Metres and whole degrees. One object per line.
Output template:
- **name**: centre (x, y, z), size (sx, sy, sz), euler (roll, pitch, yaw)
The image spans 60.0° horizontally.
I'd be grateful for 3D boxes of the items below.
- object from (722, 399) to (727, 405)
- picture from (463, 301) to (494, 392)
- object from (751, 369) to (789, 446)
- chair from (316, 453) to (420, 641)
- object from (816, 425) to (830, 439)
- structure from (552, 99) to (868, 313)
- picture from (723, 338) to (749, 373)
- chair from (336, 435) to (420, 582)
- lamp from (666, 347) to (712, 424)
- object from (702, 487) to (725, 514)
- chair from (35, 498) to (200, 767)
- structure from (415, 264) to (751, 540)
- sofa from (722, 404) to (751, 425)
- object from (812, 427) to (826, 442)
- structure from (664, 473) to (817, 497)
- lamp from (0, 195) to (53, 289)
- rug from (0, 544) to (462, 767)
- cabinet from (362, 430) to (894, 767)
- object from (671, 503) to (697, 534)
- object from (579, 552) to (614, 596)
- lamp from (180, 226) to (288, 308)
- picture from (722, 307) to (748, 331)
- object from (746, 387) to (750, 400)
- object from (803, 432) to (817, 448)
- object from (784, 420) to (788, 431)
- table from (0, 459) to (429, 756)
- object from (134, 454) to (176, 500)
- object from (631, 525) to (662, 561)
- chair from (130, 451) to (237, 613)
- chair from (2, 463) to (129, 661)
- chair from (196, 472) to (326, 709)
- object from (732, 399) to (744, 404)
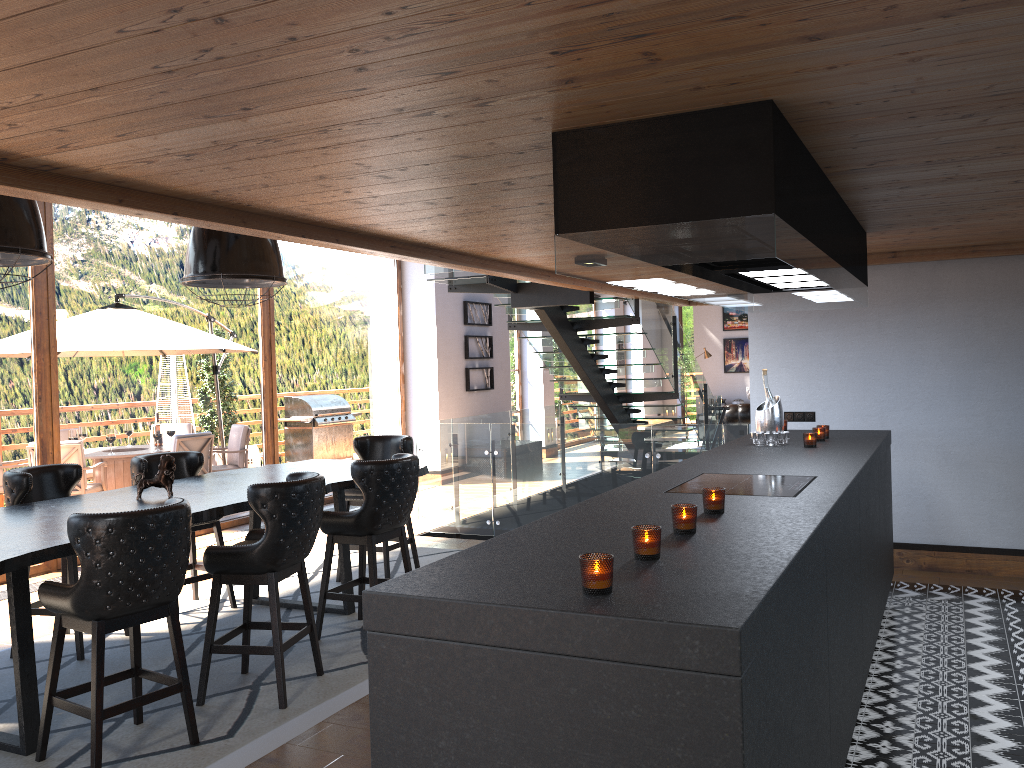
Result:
- **object**: centre (4.881, 0.414, 20.724), size (0.228, 0.183, 0.402), euler (-2, 1, -20)
- **picture**: centre (-0.488, -0.559, 13.182), size (0.058, 1.312, 0.781), euler (-1, 1, 26)
- **object**: centre (1.533, 0.136, 5.284), size (0.224, 0.452, 0.227), euler (-1, 1, 26)
- **chair**: centre (-0.833, 0.984, 5.369), size (0.563, 1.092, 0.509), euler (-1, 1, 25)
- **object**: centre (1.961, 0.302, 5.588), size (0.079, 0.081, 0.079), euler (-2, 1, -9)
- **structure**: centre (1.178, -0.658, 4.223), size (0.704, 0.476, 3.282), euler (-1, 1, 26)
- **picture**: centre (5.395, -0.669, 20.756), size (0.871, 0.816, 0.036), euler (-1, 1, 25)
- **chair**: centre (-1.024, 0.958, 6.852), size (0.499, 1.092, 0.573), euler (-1, 1, 25)
- **lamp**: centre (4.002, 0.128, 20.156), size (1.338, 1.898, 0.521), euler (-2, 1, -43)
- **object**: centre (0.684, 0.395, 3.007), size (0.080, 0.081, 0.078), euler (-2, 1, -19)
- **chair**: centre (-1.644, 1.053, 3.763), size (0.562, 1.092, 0.510), euler (-1, 1, 35)
- **structure**: centre (-1.165, 1.043, 10.657), size (9.123, 6.397, 11.133), euler (-1, 1, 26)
- **sofa**: centre (4.836, 0.732, 15.443), size (2.542, 0.838, 1.251), euler (-1, 1, 25)
- **object**: centre (1.876, 0.308, 5.416), size (0.079, 0.081, 0.079), euler (-2, 1, -9)
- **structure**: centre (0.959, 0.422, 3.665), size (0.499, 0.017, 0.616), euler (-1, 1, 26)
- **lamp**: centre (-2.466, -2.761, 3.940), size (0.626, 4.684, 0.617), euler (-2, 1, -19)
- **rug**: centre (-1.679, 1.557, 5.308), size (2.527, 0.047, 5.686), euler (-1, 1, 26)
- **cabinet**: centre (1.133, 0.952, 4.072), size (0.880, 1.103, 4.847), euler (-1, 1, 26)
- **object**: centre (0.520, 0.407, 2.675), size (0.080, 0.081, 0.078), euler (-2, 1, -19)
- **object**: centre (0.193, 0.431, 2.012), size (0.080, 0.081, 0.078), euler (-2, 1, -19)
- **lamp**: centre (-1.754, -2.813, 5.380), size (0.626, 4.684, 0.617), euler (-2, 1, -19)
- **picture**: centre (5.366, -1.663, 20.747), size (0.871, 0.816, 0.036), euler (-1, 1, 25)
- **object**: centre (5.524, 0.235, 20.336), size (0.260, 0.532, 0.426), euler (-2, 1, -5)
- **object**: centre (1.705, 0.321, 5.070), size (0.079, 0.081, 0.079), euler (-2, 1, -9)
- **object**: centre (1.877, 0.292, 6.163), size (0.080, 0.081, 0.078), euler (-2, 1, -29)
- **table**: centre (-1.891, 1.114, 5.038), size (1.416, 0.949, 3.834), euler (-1, 1, 26)
- **object**: centre (-2.026, 0.524, 5.035), size (0.222, 0.253, 0.115), euler (-2, 1, -12)
- **object**: centre (0.356, 0.419, 2.344), size (0.080, 0.081, 0.078), euler (-2, 1, -19)
- **chair**: centre (-2.260, 1.022, 5.991), size (0.562, 1.092, 0.510), euler (-1, 1, 35)
- **chair**: centre (-2.685, 1.040, 5.277), size (0.566, 1.092, 0.506), euler (-2, 1, 10)
- **chair**: centre (-1.220, 1.015, 4.476), size (0.566, 1.092, 0.506), euler (-2, 1, 10)
- **object**: centre (5.244, 0.418, 20.573), size (0.278, 0.160, 0.261), euler (-1, 1, 28)
